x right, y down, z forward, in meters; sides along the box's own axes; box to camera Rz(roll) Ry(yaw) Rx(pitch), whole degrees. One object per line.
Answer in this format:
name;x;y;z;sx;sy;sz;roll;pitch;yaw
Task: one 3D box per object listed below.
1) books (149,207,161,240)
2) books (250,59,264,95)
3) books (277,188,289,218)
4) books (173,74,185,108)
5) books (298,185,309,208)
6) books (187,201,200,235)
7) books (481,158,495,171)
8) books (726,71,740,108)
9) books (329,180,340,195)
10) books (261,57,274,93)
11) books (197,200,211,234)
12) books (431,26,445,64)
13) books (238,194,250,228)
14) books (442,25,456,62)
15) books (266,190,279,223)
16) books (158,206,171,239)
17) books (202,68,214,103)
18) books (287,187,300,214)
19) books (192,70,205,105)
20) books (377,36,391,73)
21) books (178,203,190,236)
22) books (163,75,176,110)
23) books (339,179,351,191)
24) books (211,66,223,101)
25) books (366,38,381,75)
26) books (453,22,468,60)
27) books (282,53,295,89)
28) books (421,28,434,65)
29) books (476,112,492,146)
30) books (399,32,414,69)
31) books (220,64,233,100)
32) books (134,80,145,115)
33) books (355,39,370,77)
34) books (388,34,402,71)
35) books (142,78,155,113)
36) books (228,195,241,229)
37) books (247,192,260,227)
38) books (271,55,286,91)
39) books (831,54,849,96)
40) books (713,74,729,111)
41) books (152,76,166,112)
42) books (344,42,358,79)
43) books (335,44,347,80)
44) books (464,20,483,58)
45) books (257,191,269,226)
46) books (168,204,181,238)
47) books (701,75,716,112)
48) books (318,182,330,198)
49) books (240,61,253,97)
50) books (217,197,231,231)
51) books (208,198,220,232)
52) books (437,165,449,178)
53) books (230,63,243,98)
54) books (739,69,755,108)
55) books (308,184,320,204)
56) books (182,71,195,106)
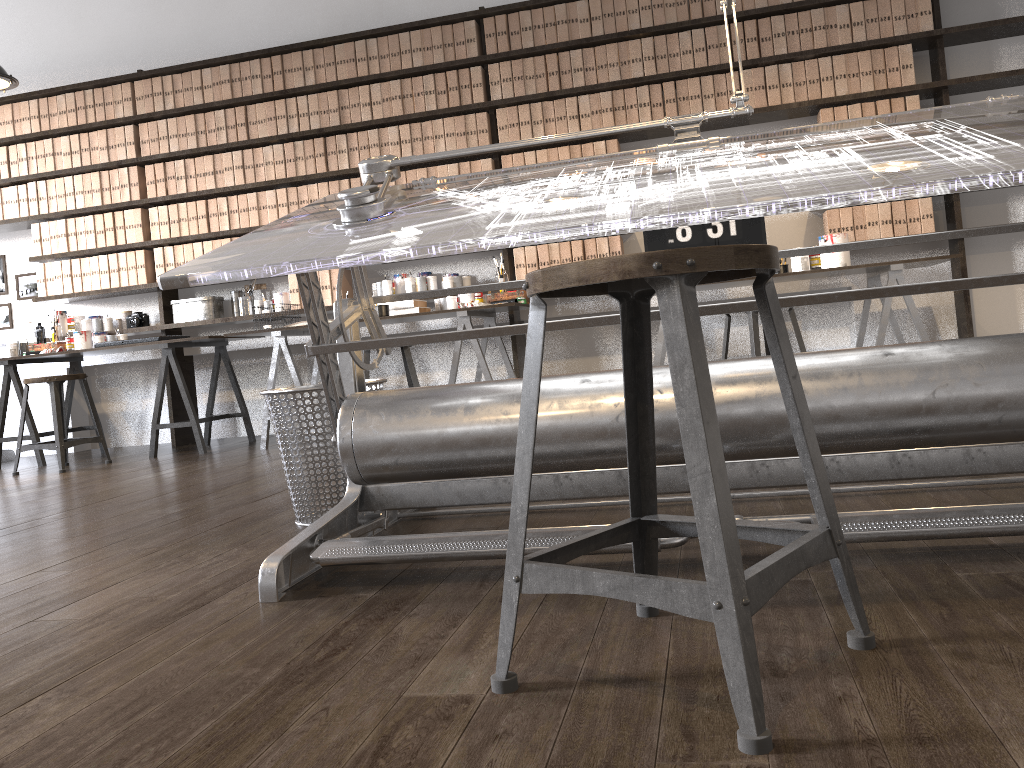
books;-2.290;-1.035;5.806;0.066;0.226;0.174;-6;0;13
books;-1.586;-1.930;5.641;0.066;0.226;0.174;-6;0;13
books;-1.411;-1.113;5.610;0.067;0.226;0.175;-6;0;13
books;-2.121;-1.883;5.765;0.066;0.226;0.174;-6;0;13
books;-1.274;-1.125;5.585;0.066;0.226;0.174;-6;0;13
books;-2.024;-1.059;5.751;0.066;0.225;0.175;-6;0;13
books;-0.125;-1.226;5.324;0.067;0.226;0.175;-6;0;13
books;1.256;-1.633;5.021;0.066;0.226;0.175;-6;0;13
books;-1.067;-1.143;5.532;0.067;0.226;0.175;-6;0;13
books;-1.516;-1.937;5.631;0.066;0.226;0.175;-6;0;13
books;-1.953;-1.065;5.729;0.067;0.226;0.175;-6;0;13
books;-0.427;-2.033;5.383;0.067;0.226;0.175;-6;0;13
books;-1.672;-1.090;5.672;0.066;0.226;0.175;-6;0;13
books;-0.361;-2.039;5.374;0.066;0.226;0.175;-6;0;13
books;-1.481;-1.106;5.627;0.066;0.225;0.175;-6;0;13
books;-2.221;-1.041;5.787;0.066;0.226;0.175;-6;0;13
books;-1.915;-1.901;5.715;0.066;0.225;0.175;-6;0;13
books;-1.342;-1.119;5.599;0.066;0.226;0.175;-6;0;13
books;-1.986;-1.895;5.729;0.067;0.226;0.175;-6;0;13
books;-0.758;-2.004;5.464;0.066;0.226;0.174;-6;0;13
books;-2.088;-1.053;5.762;0.066;0.225;0.175;-6;0;13
books;-2.189;-1.877;5.776;0.066;0.226;0.174;-6;0;13
books;-1.005;-1.149;5.523;0.066;0.225;0.175;-6;0;13
books;-1.854;-1.907;5.703;0.066;0.225;0.175;-6;0;13
books;-0.827;-1.997;5.475;0.066;0.226;0.174;-6;0;13
books;-0.292;-2.045;5.359;0.066;0.226;0.174;-6;0;13
books;-1.371;-1.949;5.599;0.066;0.225;0.175;-6;0;13
books;-0.491;-2.027;5.402;0.066;0.225;0.175;-6;0;13
books;-0.153;-1.503;5.333;0.066;0.226;0.175;-6;0;13
books;-0.624;-2.015;5.428;0.067;0.226;0.175;-6;0;13
books;-1.790;-1.912;5.685;0.067;0.226;0.175;-6;0;13
books;-2.391;-1.859;5.822;0.066;0.225;0.175;-6;0;13
books;-0.898;-1.991;5.487;0.066;0.226;0.175;-6;0;13
books;-0.691;-2.010;5.447;0.066;0.226;0.175;-6;0;13
books;-2.331;-1.864;5.804;0.067;0.226;0.175;-6;0;13
books;-1.741;-1.084;5.688;0.066;0.226;0.174;-6;0;13
books;-1.608;-1.095;5.652;0.067;0.226;0.175;-6;0;13
books;-1.444;-1.943;5.609;0.067;0.226;0.175;-6;0;13
books;1.805;-1.682;4.897;0.066;0.225;0.175;-6;0;13
books;1.189;-1.627;5.038;0.066;0.226;0.174;-6;0;13
books;-2.260;-1.870;5.788;0.066;0.226;0.175;-6;0;13
books;-0.968;-1.985;5.502;0.067;0.226;0.175;-6;0;13
books;-1.029;-1.980;5.520;0.066;0.225;0.175;-6;0;13
books;-0.224;-2.051;5.340;0.066;0.226;0.174;-6;0;13
books;-1.542;-1.101;5.642;0.066;0.225;0.175;-6;0;13
books;-2.150;-1.047;5.772;0.067;0.226;0.175;-6;0;13
books;1.120;-1.621;5.049;0.066;0.226;0.174;-6;0;13
books;-1.137;-1.137;5.548;0.066;0.226;0.175;-6;0;13
books;-1.654;-1.924;5.661;0.066;0.226;0.174;-6;0;13
books;-1.811;-1.077;5.699;0.066;0.226;0.174;-6;0;13
books;-1.879;-1.071;5.719;0.066;0.226;0.175;-6;0;13
books;-0.388;-1.203;5.385;0.066;0.225;0.175;-6;0;13
books;-1.723;-1.918;5.676;0.066;0.226;0.175;-6;0;13
books;1.329;-1.640;5.004;0.066;0.225;0.175;-6;0;13
books;-1.207;-1.131;5.567;0.066;0.226;0.174;-6;0;13
books;-2.053;-1.889;5.748;0.066;0.226;0.175;-6;0;13
